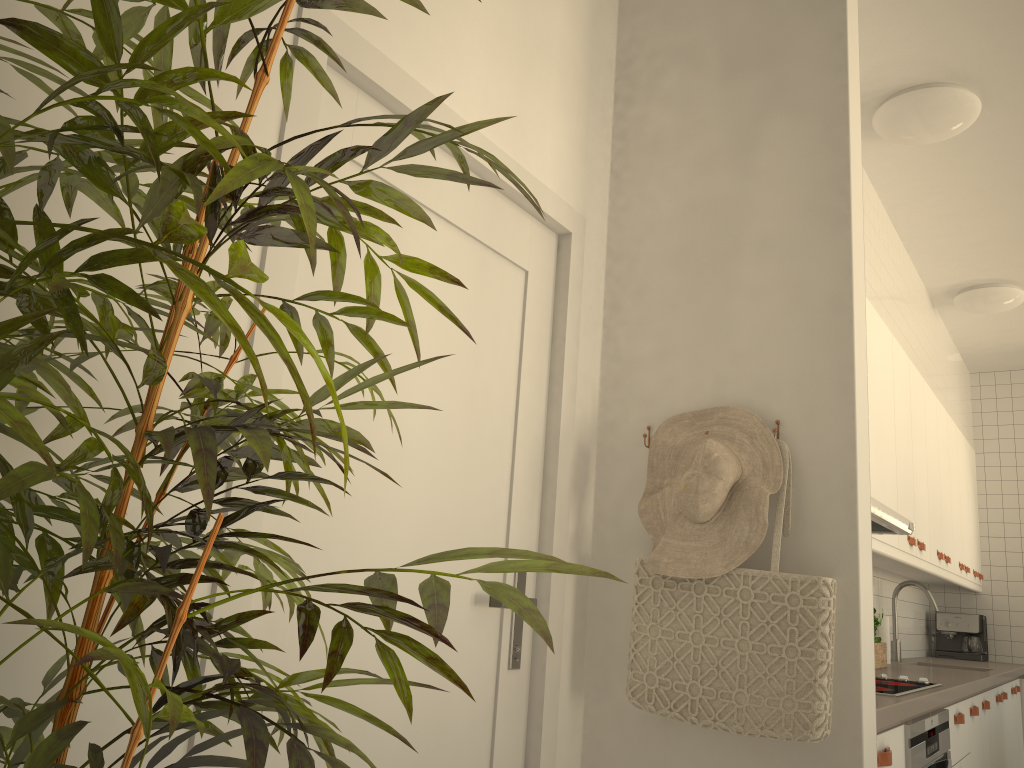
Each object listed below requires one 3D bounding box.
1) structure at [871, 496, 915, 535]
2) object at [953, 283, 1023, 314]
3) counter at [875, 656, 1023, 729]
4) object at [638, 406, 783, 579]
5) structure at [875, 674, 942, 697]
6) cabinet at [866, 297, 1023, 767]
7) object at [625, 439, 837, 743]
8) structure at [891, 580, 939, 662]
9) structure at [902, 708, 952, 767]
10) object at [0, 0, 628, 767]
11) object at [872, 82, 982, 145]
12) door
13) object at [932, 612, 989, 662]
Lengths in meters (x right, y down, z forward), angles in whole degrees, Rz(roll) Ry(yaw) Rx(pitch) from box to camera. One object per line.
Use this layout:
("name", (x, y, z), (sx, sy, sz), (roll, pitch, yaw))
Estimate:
("structure", (0.992, 0.418, 2.887), (0.482, 0.073, 0.680), (-5, -16, 33))
("object", (2.587, -0.447, 4.806), (0.351, 0.101, 0.351), (8, -14, -14))
("counter", (2.734, 1.265, 3.297), (2.855, 0.163, 4.837), (-5, -16, 33))
("object", (0.415, 0.229, 1.929), (0.335, 0.386, 0.135), (-5, -17, 33))
("structure", (0.987, 0.921, 2.726), (0.504, 0.057, 0.762), (-5, -16, 33))
("cabinet", (2.761, 0.880, 3.394), (2.852, 2.163, 4.837), (-5, -16, 33))
("object", (0.462, 0.416, 1.887), (0.439, 0.614, 0.093), (-5, -16, 32))
("structure", (2.110, 1.246, 4.653), (0.236, 0.422, 0.063), (-8, -18, 40))
("structure", (0.928, 1.202, 2.691), (0.704, 0.448, 0.681), (-5, -16, 33))
("object", (-0.470, 0.236, 0.051), (0.778, 1.714, 2.085), (1, -14, 14))
("object", (1.463, -0.935, 3.135), (0.351, 0.101, 0.351), (8, -14, -14))
("door", (-0.201, 0.467, 1.607), (0.166, 2.036, 0.954), (-5, -17, 33))
("object", (2.929, 1.656, 5.825), (0.316, 0.293, 0.279), (-5, -17, 34))
